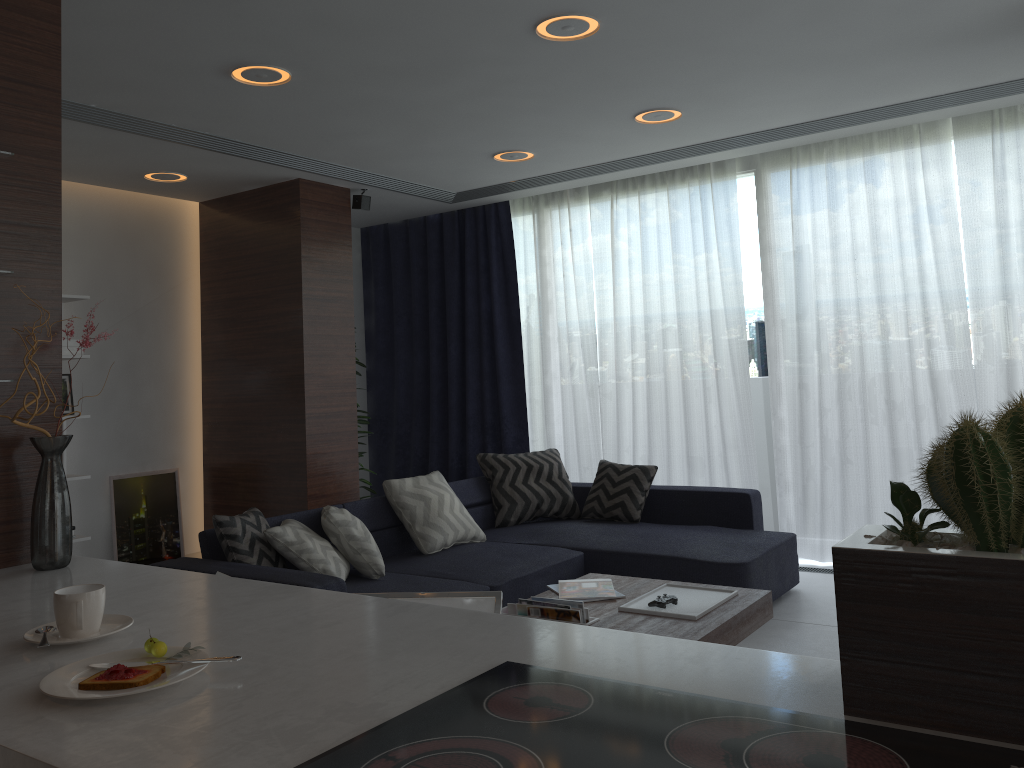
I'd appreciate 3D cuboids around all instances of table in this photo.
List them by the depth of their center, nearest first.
[{"bbox_3d":[0.448,0.985,3.282,0.802,0.354,0.800,-3,-1,35],"label":"table"}]

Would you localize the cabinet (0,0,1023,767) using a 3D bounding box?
[{"bbox_3d":[-0.222,-0.080,1.330,3.323,2.568,0.784,-4,-4,35],"label":"cabinet"}]

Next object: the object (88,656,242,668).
[{"bbox_3d":[-0.543,0.434,1.375,0.248,0.008,0.026,-3,0,4],"label":"object"}]

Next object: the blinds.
[{"bbox_3d":[0.039,-0.210,3.451,7.109,2.789,5.795,-3,-1,38],"label":"blinds"}]

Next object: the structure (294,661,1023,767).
[{"bbox_3d":[0.163,0.430,0.928,0.761,0.057,0.504,-2,0,35],"label":"structure"}]

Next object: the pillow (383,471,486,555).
[{"bbox_3d":[-0.422,0.692,4.787,0.341,0.390,0.494,-4,-2,35],"label":"pillow"}]

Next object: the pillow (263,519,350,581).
[{"bbox_3d":[-0.898,0.755,3.941,0.330,0.296,0.414,-3,-2,-3],"label":"pillow"}]

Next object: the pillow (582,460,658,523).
[{"bbox_3d":[0.648,0.649,5.367,0.413,0.347,0.286,-4,-3,39],"label":"pillow"}]

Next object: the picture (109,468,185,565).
[{"bbox_3d":[-2.398,0.933,5.830,0.083,0.703,0.499,-6,-4,35],"label":"picture"}]

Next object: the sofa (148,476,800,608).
[{"bbox_3d":[0.071,0.871,4.316,1.893,0.611,2.870,-3,0,35],"label":"sofa"}]

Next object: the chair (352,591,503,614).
[{"bbox_3d":[-0.206,0.841,1.806,0.396,0.713,0.461,-3,-3,7],"label":"chair"}]

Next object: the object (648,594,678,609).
[{"bbox_3d":[0.556,0.793,3.239,0.112,0.036,0.070,-2,-1,-42],"label":"object"}]

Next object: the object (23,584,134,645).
[{"bbox_3d":[-0.791,0.419,1.616,0.182,0.087,0.181,-3,-1,11],"label":"object"}]

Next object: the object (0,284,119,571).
[{"bbox_3d":[-1.166,0.108,2.314,0.198,0.739,0.386,-4,-4,16],"label":"object"}]

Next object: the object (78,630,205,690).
[{"bbox_3d":[-0.569,0.342,0.524,0.140,0.222,1.871,-3,0,0],"label":"object"}]

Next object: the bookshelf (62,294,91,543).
[{"bbox_3d":[-2.966,0.400,4.885,0.299,1.831,1.148,-6,-5,35],"label":"bookshelf"}]

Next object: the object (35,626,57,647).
[{"bbox_3d":[-0.825,0.450,1.567,0.036,0.012,0.165,-2,0,-30],"label":"object"}]

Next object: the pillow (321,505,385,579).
[{"bbox_3d":[-0.759,0.740,4.190,0.280,0.353,0.416,-2,-2,-12],"label":"pillow"}]

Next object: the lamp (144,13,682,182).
[{"bbox_3d":[-1.598,-1.261,1.000,5.334,0.085,9.565,-3,0,21],"label":"lamp"}]

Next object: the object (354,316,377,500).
[{"bbox_3d":[-1.249,0.302,6.563,0.503,1.857,0.480,-3,-5,3],"label":"object"}]

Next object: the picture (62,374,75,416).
[{"bbox_3d":[-2.786,0.066,5.416,0.058,0.257,0.181,-6,-4,35],"label":"picture"}]

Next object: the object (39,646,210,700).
[{"bbox_3d":[-0.587,0.446,1.348,0.238,0.019,0.238,-3,0,7],"label":"object"}]

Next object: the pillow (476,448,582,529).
[{"bbox_3d":[0.109,0.684,5.548,0.598,0.521,0.353,-2,-3,-25],"label":"pillow"}]

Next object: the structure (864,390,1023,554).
[{"bbox_3d":[0.874,0.063,0.905,0.997,0.288,0.222,-3,-2,37],"label":"structure"}]

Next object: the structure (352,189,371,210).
[{"bbox_3d":[-1.041,-1.270,6.113,0.114,0.143,0.084,-5,-4,40],"label":"structure"}]

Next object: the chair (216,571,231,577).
[{"bbox_3d":[-0.840,0.869,2.088,0.464,0.713,0.394,0,-4,-38],"label":"chair"}]

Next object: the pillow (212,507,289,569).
[{"bbox_3d":[-1.109,0.729,3.816,0.221,0.388,0.413,-3,-2,5],"label":"pillow"}]
